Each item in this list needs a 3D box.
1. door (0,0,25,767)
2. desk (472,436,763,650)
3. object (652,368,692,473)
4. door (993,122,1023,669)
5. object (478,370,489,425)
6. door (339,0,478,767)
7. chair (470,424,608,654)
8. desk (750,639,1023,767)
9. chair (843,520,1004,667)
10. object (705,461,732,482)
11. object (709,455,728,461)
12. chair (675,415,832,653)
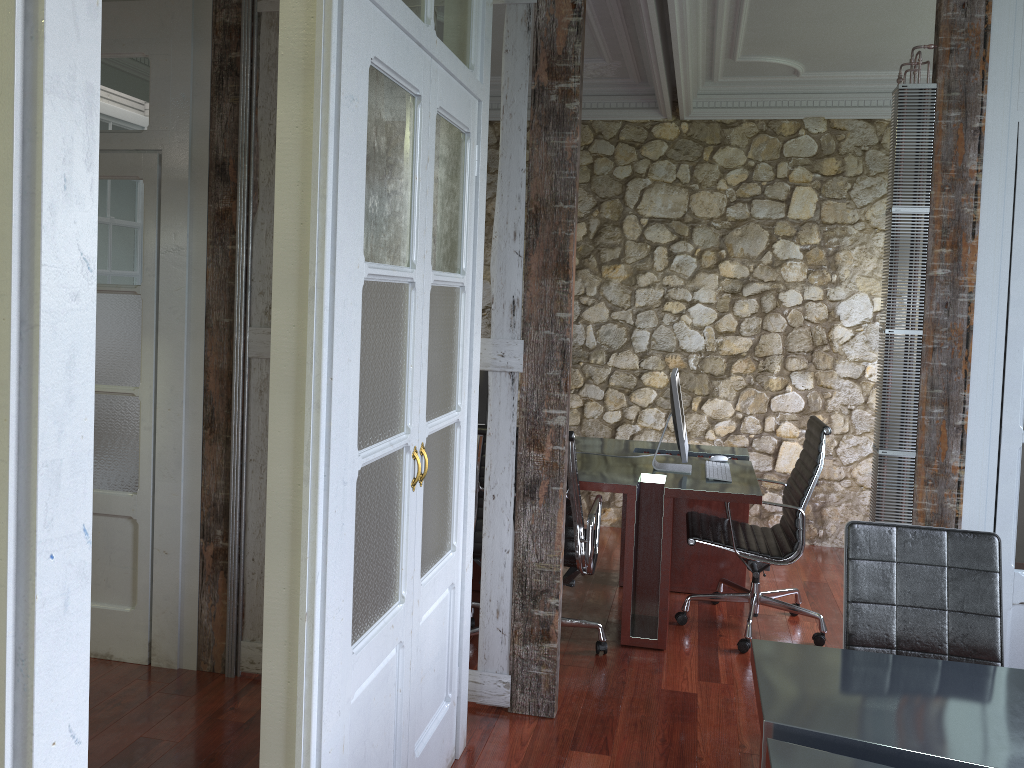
[{"bbox_3d":[-0.698,0.370,0.611,0.482,2.177,1.191,2,3,-14],"label":"door"},{"bbox_3d":[-0.016,0.718,4.752,2.508,0.726,1.304,3,5,12],"label":"desk"},{"bbox_3d":[0.804,0.178,4.391,0.190,0.484,0.485,3,4,12],"label":"object"},{"bbox_3d":[2.101,0.268,2.760,1.161,2.176,0.041,3,2,12],"label":"door"},{"bbox_3d":[-0.331,0.121,4.521,0.484,0.484,0.190,3,3,12],"label":"object"},{"bbox_3d":[-0.273,0.211,2.410,0.041,2.174,1.060,3,3,12],"label":"door"},{"bbox_3d":[0.106,0.663,3.894,0.665,1.020,0.701,3,3,6],"label":"chair"},{"bbox_3d":[1.158,1.124,1.404,1.446,0.652,1.717,3,5,12],"label":"desk"},{"bbox_3d":[1.138,0.903,2.371,0.475,0.917,0.603,3,3,12],"label":"chair"},{"bbox_3d":[1.008,0.425,4.329,0.118,0.017,0.440,3,6,12],"label":"object"},{"bbox_3d":[1.083,0.390,4.648,0.106,0.028,0.059,0,5,-19],"label":"object"},{"bbox_3d":[1.161,0.669,4.249,0.699,1.020,0.667,3,3,16],"label":"chair"}]
